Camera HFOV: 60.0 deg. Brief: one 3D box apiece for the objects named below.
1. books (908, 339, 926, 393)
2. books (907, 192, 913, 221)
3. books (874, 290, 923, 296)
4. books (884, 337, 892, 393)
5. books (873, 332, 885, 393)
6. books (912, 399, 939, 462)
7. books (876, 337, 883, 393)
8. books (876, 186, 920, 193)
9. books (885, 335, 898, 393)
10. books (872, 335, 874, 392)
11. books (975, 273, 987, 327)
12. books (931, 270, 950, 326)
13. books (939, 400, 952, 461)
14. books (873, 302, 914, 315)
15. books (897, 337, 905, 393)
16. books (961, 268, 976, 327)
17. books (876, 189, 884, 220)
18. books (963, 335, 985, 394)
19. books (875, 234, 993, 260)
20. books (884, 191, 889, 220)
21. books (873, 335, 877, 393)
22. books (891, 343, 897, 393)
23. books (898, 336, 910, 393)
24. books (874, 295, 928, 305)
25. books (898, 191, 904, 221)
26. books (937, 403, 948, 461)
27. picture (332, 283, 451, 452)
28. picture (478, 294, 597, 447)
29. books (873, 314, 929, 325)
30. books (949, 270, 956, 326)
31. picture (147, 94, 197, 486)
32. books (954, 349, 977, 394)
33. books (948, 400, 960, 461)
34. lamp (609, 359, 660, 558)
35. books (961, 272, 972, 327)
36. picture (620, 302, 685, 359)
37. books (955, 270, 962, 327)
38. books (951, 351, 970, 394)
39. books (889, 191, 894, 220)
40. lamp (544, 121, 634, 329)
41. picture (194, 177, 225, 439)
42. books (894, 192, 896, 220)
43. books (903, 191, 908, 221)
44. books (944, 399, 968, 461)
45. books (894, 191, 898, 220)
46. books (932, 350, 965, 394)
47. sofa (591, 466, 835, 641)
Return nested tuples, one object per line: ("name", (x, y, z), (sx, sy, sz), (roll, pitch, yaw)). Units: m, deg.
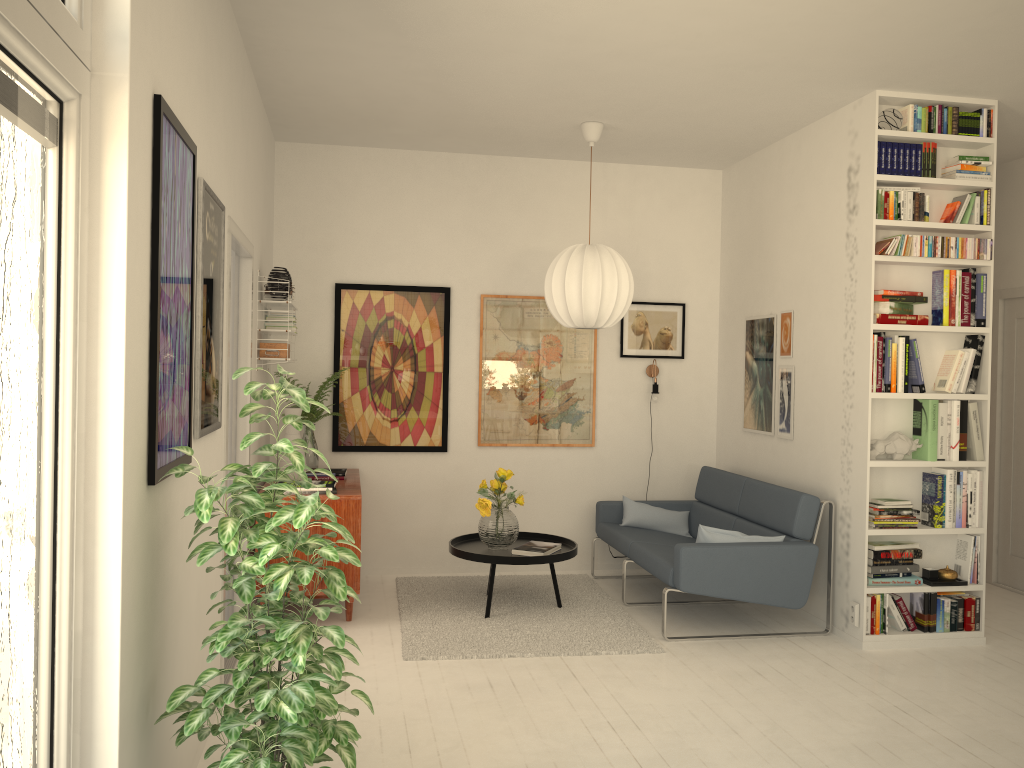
("books", (2.119, -0.097, 4.753), (0.093, 0.288, 0.200), (1, 1, -11))
("books", (2.063, -0.927, 4.733), (0.035, 0.158, 0.200), (1, 1, -11))
("books", (2.016, -0.478, 4.741), (0.266, 0.026, 0.203), (1, 1, -21))
("books", (1.949, -0.100, 4.721), (0.030, 0.289, 0.200), (1, 1, -11))
("books", (1.924, -0.115, 4.718), (0.021, 0.317, 0.179), (1, 1, -11))
("books", (2.197, 0.243, 4.773), (0.056, 0.328, 0.229), (1, 1, -11))
("books", (1.898, -0.102, 4.713), (0.032, 0.291, 0.203), (1, 1, -11))
("books", (2.005, -1.021, 4.727), (0.255, 0.022, 0.189), (1, 1, 0))
("books", (1.995, -0.105, 4.740), (0.020, 0.304, 0.193), (1, 1, -11))
("books", (1.853, -0.108, 4.719), (0.021, 0.301, 0.222), (1, 1, -11))
("books", (2.494, -0.447, 4.818), (0.054, 0.289, 0.179), (1, 1, -11))
("books", (2.288, -0.460, 4.800), (0.032, 0.300, 0.200), (1, 1, -11))
("books", (2.296, 0.246, 4.814), (0.023, 0.321, 0.235), (1, 1, -11))
("books", (2.021, -0.397, 4.738), (0.268, 0.064, 0.128), (0, 1, -40))
("books", (2.024, -0.100, 4.731), (0.032, 0.291, 0.189), (1, 1, -11))
("books", (2.447, -0.462, 4.811), (0.039, 0.317, 0.161), (1, 1, -11))
("books", (1.899, -0.932, 4.696), (0.034, 0.162, 0.197), (1, 1, -11))
("books", (2.469, -0.106, 4.819), (0.092, 0.319, 0.179), (1, 1, -11))
("books", (2.190, -0.719, 4.767), (0.664, 0.110, 0.278), (1, 1, -10))
("books", (1.929, -0.927, 4.705), (0.030, 0.149, 0.202), (1, 1, -11))
("books", (1.872, -0.107, 4.716), (0.015, 0.301, 0.207), (1, 1, -11))
("books", (1.976, -0.084, 4.720), (0.024, 0.260, 0.199), (1, 1, -11))
("books", (2.058, -0.106, 4.729), (0.033, 0.306, 0.150), (1, 1, -11))
("books", (2.022, -0.448, 4.750), (0.314, 0.035, 0.205), (1, 1, -10))
("books", (2.012, -0.928, 4.715), (0.012, 0.155, 0.208), (1, 1, -11))
("books", (2.256, 0.254, 4.788), (0.065, 0.311, 0.200), (1, 1, -11))
("picture", (-0.817, -0.104, 6.031), (0.778, 1.134, 0.018), (1, 1, -10))
("picture", (0.185, -0.087, 6.220), (0.838, 1.052, 0.012), (1, 1, -10))
("books", (2.023, -0.338, 4.730), (0.300, 0.056, 0.202), (1, 1, -10))
("books", (2.324, -0.456, 4.800), (0.039, 0.302, 0.199), (1, 1, -11))
("picture", (-0.963, -0.245, 2.532), (0.018, 0.999, 0.546), (1, 1, -11))
("books", (2.415, -0.069, 4.817), (0.092, 0.244, 0.196), (1, 1, -11))
("books", (2.331, 0.246, 4.806), (0.037, 0.324, 0.240), (1, 1, -11))
("lamp", (0.873, 0.529, 6.290), (0.360, 1.416, 0.112), (1, 1, -10))
("books", (2.401, -0.450, 4.803), (0.059, 0.291, 0.182), (1, 1, -11))
("picture", (1.011, -0.385, 6.367), (0.481, 0.402, 0.015), (1, 1, -10))
("books", (2.357, -0.455, 4.801), (0.029, 0.301, 0.185), (1, 1, -11))
("books", (2.376, -0.063, 4.787), (0.105, 0.225, 0.138), (1, 1, -11))
("books", (1.957, -0.928, 4.705), (0.023, 0.152, 0.199), (1, 1, -11))
("lamp", (0.468, -0.947, 5.328), (0.536, 1.229, 0.536), (1, 1, 23))
("picture", (-1.087, -0.256, 3.203), (0.020, 0.869, 0.525), (1, 1, -11))
("books", (1.973, -0.928, 4.723), (0.013, 0.149, 0.208), (1, 1, -11))
("books", (2.030, -0.930, 4.735), (0.028, 0.159, 0.222), (1, 1, -11))
("books", (2.379, 0.245, 4.810), (0.056, 0.327, 0.202), (1, 1, -11))
("books", (1.992, -0.930, 4.727), (0.024, 0.155, 0.188), (1, 1, -11))
("books", (2.343, -0.066, 4.773), (0.115, 0.232, 0.133), (1, 1, -11))
("sofa", (1.152, 0.965, 5.459), (0.964, 0.773, 1.603), (1, 1, -11))
